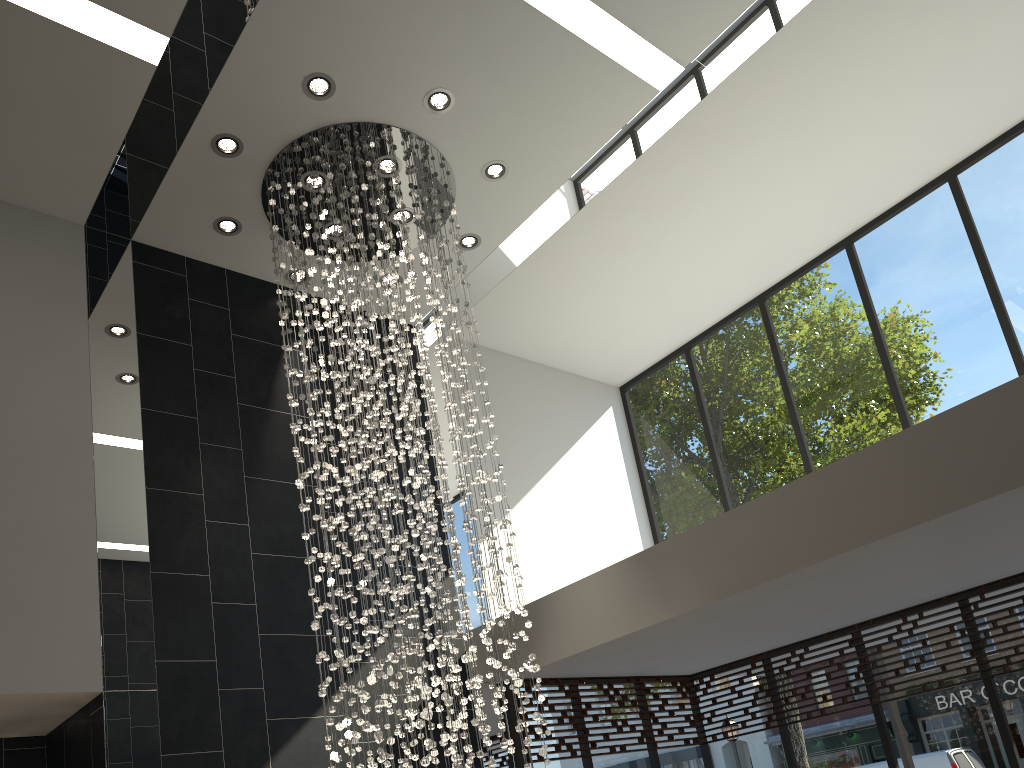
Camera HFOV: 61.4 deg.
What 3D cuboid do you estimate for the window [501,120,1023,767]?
[{"bbox_3d":[2.719,0.963,5.406,2.385,5.561,6.537,5,-27,-40],"label":"window"}]

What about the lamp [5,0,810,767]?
[{"bbox_3d":[-11.428,-40.360,11.193,397.509,105.936,433.784,-2,-28,-16],"label":"lamp"}]
